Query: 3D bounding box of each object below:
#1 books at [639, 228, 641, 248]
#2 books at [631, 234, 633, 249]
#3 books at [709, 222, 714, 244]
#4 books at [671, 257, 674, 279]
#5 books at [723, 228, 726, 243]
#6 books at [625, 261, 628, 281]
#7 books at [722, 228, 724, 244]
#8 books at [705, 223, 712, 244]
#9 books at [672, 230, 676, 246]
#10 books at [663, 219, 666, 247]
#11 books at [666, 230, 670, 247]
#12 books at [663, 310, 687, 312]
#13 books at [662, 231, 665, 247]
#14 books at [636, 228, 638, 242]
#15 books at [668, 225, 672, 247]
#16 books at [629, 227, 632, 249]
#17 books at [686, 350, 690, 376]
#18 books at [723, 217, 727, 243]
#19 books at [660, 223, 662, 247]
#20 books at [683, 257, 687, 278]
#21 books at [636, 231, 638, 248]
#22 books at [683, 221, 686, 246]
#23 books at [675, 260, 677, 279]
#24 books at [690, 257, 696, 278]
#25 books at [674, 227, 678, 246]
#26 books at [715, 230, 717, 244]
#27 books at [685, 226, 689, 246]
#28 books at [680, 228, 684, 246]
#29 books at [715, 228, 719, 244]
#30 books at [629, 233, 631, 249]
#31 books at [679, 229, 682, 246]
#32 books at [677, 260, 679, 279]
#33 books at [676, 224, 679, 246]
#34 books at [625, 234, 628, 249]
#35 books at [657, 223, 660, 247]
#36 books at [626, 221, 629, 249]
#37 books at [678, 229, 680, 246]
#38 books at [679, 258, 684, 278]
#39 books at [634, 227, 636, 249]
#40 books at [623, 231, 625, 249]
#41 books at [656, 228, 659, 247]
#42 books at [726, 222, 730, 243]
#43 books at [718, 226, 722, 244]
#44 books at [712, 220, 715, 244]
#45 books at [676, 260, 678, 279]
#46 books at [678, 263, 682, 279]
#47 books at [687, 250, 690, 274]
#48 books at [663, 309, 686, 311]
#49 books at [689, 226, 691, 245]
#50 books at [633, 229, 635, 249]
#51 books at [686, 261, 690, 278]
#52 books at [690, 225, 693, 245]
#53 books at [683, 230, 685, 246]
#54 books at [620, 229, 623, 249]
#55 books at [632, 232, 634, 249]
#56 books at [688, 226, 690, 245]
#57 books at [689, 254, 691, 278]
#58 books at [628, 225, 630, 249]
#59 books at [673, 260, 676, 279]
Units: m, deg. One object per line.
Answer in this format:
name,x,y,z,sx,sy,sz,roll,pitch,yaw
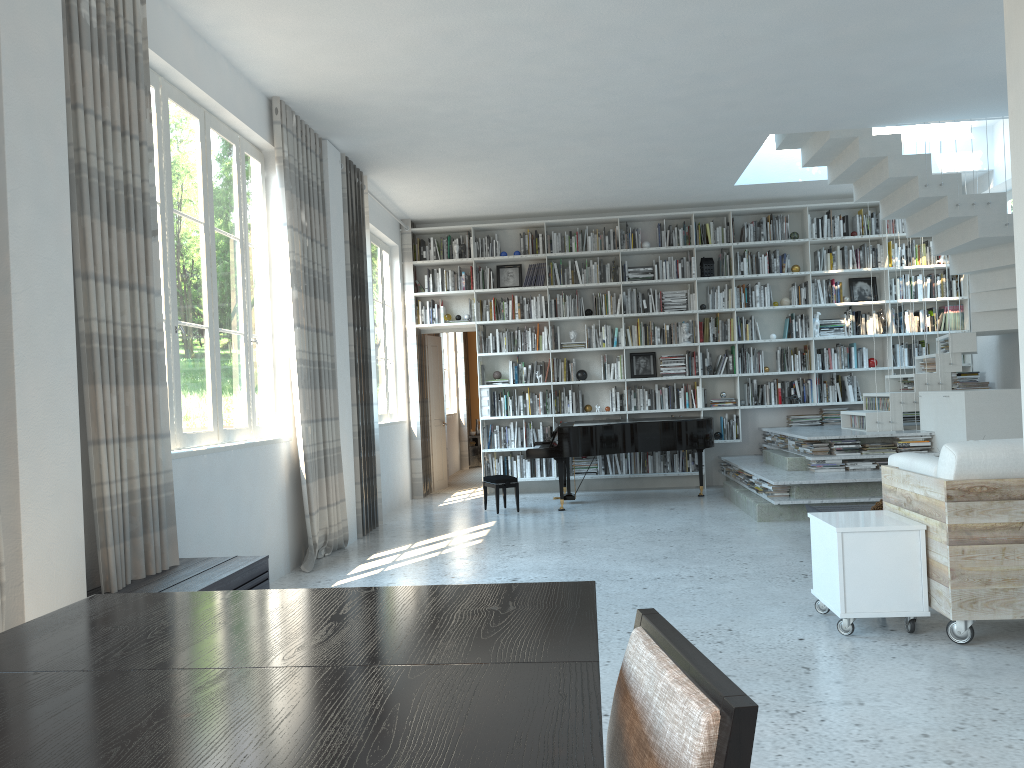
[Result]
books,1.478,-1.662,10.239,0.011,0.256,0.143,-3,0,5
books,1.388,-1.627,10.250,0.023,0.195,0.172,-3,0,5
books,2.288,-1.708,10.180,0.030,0.274,0.151,-3,0,5
books,1.840,-1.317,10.206,0.023,0.269,0.185,-3,0,5
books,2.426,-1.674,10.159,0.022,0.194,0.182,-3,0,5
books,1.319,-1.284,10.235,0.021,0.249,0.191,-3,0,5
books,2.403,-1.678,10.168,0.025,0.203,0.162,-3,0,5
books,2.245,-1.696,10.163,0.054,0.254,0.191,-3,0,5
books,1.855,-1.652,10.201,0.033,0.203,0.166,-3,0,5
books,1.753,-1.712,10.206,0.010,0.331,0.186,-3,0,5
books,1.786,-1.653,10.208,0.050,0.211,0.173,-3,0,5
books,1.873,-0.835,10.209,0.254,0.012,0.161,-3,-1,1
books,1.738,-1.650,10.230,0.031,0.208,0.146,-3,0,5
books,1.448,-1.660,10.239,0.005,0.255,0.168,-3,0,5
books,1.825,-1.684,10.223,0.028,0.270,0.140,-3,0,5
books,1.368,-1.661,10.239,0.011,0.265,0.163,-3,0,5
books,2.027,-0.237,10.219,0.011,0.299,0.130,-3,0,5
books,2.442,-1.742,10.174,0.012,0.329,0.128,-3,0,5
books,1.714,-1.693,10.220,0.011,0.296,0.157,-3,0,5
books,1.983,-1.320,10.203,0.029,0.261,0.133,-3,0,5
books,1.438,-1.642,10.242,0.016,0.219,0.144,-3,0,5
books,1.985,-1.711,10.205,0.012,0.308,0.138,-3,0,5
books,1.882,-1.304,10.218,0.011,0.239,0.139,-3,0,5
books,2.061,-1.312,10.126,0.037,0.237,0.272,-3,-1,5
books,1.883,-1.671,10.204,0.023,0.236,0.154,-3,0,5
books,2.324,-1.662,10.157,0.022,0.180,0.173,-3,-1,5
books,2.006,-1.680,10.196,0.028,0.244,0.161,-3,0,5
books,1.955,-1.672,10.220,0.026,0.233,0.137,-3,0,5
books,2.347,-1.674,10.156,0.024,0.201,0.180,-3,0,5
books,1.361,-1.631,10.266,0.011,0.205,0.145,-3,0,5
books,1.927,-1.656,10.178,0.023,0.202,0.193,-3,0,5
books,1.902,-1.301,10.198,0.012,0.230,0.158,-3,0,5
books,1.898,-1.688,10.188,0.010,0.270,0.180,-3,0,5
books,1.317,-1.624,10.250,0.026,0.194,0.166,-3,0,5
books,1.691,-1.690,10.214,0.014,0.292,0.176,-3,0,5
books,1.335,-1.698,10.262,0.014,0.341,0.145,-3,0,5
books,1.911,-1.662,10.197,0.012,0.217,0.179,-3,0,5
books,1.952,-1.312,10.189,0.032,0.248,0.173,-3,0,5
books,1.424,-1.664,10.247,0.013,0.264,0.147,-3,0,5
books,1.293,-1.639,10.265,0.023,0.228,0.157,-3,0,5
books,1.681,-1.666,10.232,0.012,0.245,0.151,-3,0,5
books,2.462,-1.705,10.140,0.029,0.253,0.186,-3,0,5
books,2.374,-1.681,10.150,0.031,0.213,0.169,-3,0,5
books,2.305,-1.720,10.162,0.010,0.297,0.167,-3,0,5
books,1.891,-1.300,10.205,0.010,0.230,0.152,-3,0,5
books,1.923,-1.281,10.192,0.029,0.188,0.176,-3,0,5
books,2.030,-1.358,10.193,0.012,0.334,0.155,-3,0,5
books,1.872,-0.848,10.211,0.254,0.012,0.161,-3,-1,8
books,2.041,-1.679,10.194,0.014,0.239,0.153,-3,0,5
books,1.412,-1.655,10.254,0.014,0.248,0.139,-3,0,5
books,2.012,-1.292,10.186,0.029,0.202,0.191,-3,0,5
books,2.058,-1.689,10.199,0.022,0.257,0.136,-3,0,5
books,1.975,-1.658,10.213,0.014,0.204,0.135,-3,0,5
books,1.267,-1.651,10.248,0.026,0.253,0.185,-3,0,5
books,1.403,-1.647,10.268,0.006,0.233,0.136,-3,0,5
books,2.027,-1.681,10.204,0.014,0.244,0.145,-3,0,5
books,2.043,-1.341,10.210,0.010,0.299,0.133,-3,0,5
books,1.347,-1.676,10.255,0.010,0.296,0.153,-3,0,5
books,1.863,-1.295,10.196,0.023,0.223,0.190,-3,0,5
